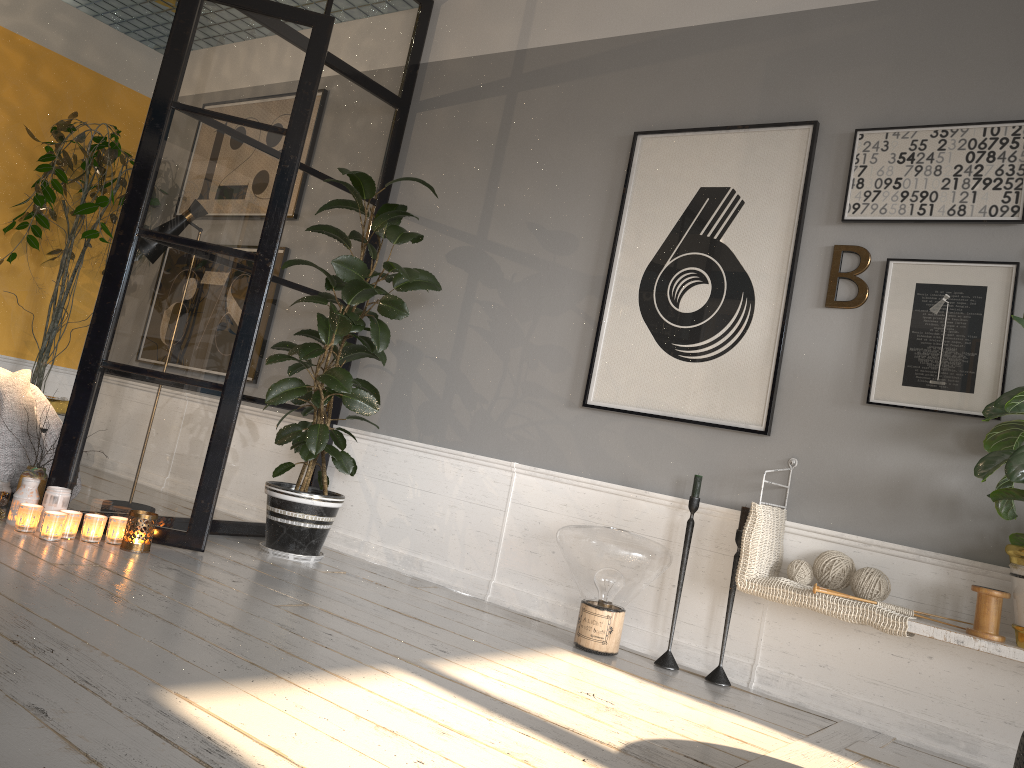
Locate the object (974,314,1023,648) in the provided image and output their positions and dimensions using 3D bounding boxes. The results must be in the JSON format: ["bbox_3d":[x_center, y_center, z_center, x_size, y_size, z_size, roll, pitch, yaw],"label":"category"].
[{"bbox_3d":[1.595,0.279,2.504,0.512,0.972,0.539,9,-8,22],"label":"object"}]

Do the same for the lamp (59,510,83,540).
[{"bbox_3d":[-1.651,0.524,3.288,0.080,0.099,0.080,13,-7,-13],"label":"lamp"}]

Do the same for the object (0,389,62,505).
[{"bbox_3d":[-1.902,0.287,3.655,0.436,0.526,0.277,13,-7,-12],"label":"object"}]

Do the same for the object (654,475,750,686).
[{"bbox_3d":[0.705,0.684,3.180,0.280,0.707,0.090,7,-9,29],"label":"object"}]

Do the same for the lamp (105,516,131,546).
[{"bbox_3d":[-1.503,0.561,3.372,0.080,0.099,0.080,13,-7,-13],"label":"lamp"}]

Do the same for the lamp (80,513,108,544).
[{"bbox_3d":[-1.570,0.543,3.316,0.080,0.099,0.080,13,-7,-13],"label":"lamp"}]

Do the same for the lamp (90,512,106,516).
[{"bbox_3d":[-1.608,0.546,3.408,0.063,0.092,0.062,9,-7,18],"label":"lamp"}]

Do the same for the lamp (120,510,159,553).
[{"bbox_3d":[-1.406,0.556,3.340,0.107,0.142,0.106,11,-7,1],"label":"lamp"}]

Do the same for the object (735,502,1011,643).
[{"bbox_3d":[1.143,0.609,2.811,0.788,0.309,0.325,8,-7,38],"label":"object"}]

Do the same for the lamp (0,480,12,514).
[{"bbox_3d":[-2.043,0.447,3.498,0.096,0.132,0.107,11,-7,7],"label":"lamp"}]

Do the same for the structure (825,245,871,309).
[{"bbox_3d":[1.479,-0.369,3.068,0.742,0.265,0.024,8,-8,37],"label":"structure"}]

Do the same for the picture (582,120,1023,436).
[{"bbox_3d":[-0.519,-0.957,2.145,7.320,1.810,3.993,8,-6,37],"label":"picture"}]

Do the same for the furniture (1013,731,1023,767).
[{"bbox_3d":[1.224,0.836,1.441,0.738,0.360,0.727,9,-6,24],"label":"furniture"}]

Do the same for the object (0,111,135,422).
[{"bbox_3d":[-2.830,-0.625,5.657,1.253,2.224,1.328,8,-8,23],"label":"object"}]

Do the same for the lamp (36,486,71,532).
[{"bbox_3d":[-1.735,0.478,3.352,0.092,0.168,0.088,11,-7,3],"label":"lamp"}]

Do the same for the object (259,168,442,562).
[{"bbox_3d":[-1.622,-0.382,2.764,1.015,1.810,3.852,6,-7,36],"label":"object"}]

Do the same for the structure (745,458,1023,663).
[{"bbox_3d":[1.982,0.640,2.237,2.786,0.490,0.304,8,-8,37],"label":"structure"}]

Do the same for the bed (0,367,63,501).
[{"bbox_3d":[-3.247,-0.103,3.906,2.331,0.777,1.876,8,-6,37],"label":"bed"}]

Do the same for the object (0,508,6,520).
[{"bbox_3d":[-2.103,0.472,3.416,0.326,0.054,0.087,11,-5,1],"label":"object"}]

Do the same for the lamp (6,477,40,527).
[{"bbox_3d":[-1.850,0.450,3.362,0.091,0.181,0.092,16,-9,-32],"label":"lamp"}]

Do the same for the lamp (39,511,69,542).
[{"bbox_3d":[-1.661,0.515,3.200,0.080,0.099,0.080,13,-7,-13],"label":"lamp"}]

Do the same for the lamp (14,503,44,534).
[{"bbox_3d":[-1.781,0.495,3.256,0.081,0.099,0.080,11,-7,1],"label":"lamp"}]

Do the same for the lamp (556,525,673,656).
[{"bbox_3d":[0.345,0.752,3.240,0.429,0.441,0.432,15,-7,-31],"label":"lamp"}]
